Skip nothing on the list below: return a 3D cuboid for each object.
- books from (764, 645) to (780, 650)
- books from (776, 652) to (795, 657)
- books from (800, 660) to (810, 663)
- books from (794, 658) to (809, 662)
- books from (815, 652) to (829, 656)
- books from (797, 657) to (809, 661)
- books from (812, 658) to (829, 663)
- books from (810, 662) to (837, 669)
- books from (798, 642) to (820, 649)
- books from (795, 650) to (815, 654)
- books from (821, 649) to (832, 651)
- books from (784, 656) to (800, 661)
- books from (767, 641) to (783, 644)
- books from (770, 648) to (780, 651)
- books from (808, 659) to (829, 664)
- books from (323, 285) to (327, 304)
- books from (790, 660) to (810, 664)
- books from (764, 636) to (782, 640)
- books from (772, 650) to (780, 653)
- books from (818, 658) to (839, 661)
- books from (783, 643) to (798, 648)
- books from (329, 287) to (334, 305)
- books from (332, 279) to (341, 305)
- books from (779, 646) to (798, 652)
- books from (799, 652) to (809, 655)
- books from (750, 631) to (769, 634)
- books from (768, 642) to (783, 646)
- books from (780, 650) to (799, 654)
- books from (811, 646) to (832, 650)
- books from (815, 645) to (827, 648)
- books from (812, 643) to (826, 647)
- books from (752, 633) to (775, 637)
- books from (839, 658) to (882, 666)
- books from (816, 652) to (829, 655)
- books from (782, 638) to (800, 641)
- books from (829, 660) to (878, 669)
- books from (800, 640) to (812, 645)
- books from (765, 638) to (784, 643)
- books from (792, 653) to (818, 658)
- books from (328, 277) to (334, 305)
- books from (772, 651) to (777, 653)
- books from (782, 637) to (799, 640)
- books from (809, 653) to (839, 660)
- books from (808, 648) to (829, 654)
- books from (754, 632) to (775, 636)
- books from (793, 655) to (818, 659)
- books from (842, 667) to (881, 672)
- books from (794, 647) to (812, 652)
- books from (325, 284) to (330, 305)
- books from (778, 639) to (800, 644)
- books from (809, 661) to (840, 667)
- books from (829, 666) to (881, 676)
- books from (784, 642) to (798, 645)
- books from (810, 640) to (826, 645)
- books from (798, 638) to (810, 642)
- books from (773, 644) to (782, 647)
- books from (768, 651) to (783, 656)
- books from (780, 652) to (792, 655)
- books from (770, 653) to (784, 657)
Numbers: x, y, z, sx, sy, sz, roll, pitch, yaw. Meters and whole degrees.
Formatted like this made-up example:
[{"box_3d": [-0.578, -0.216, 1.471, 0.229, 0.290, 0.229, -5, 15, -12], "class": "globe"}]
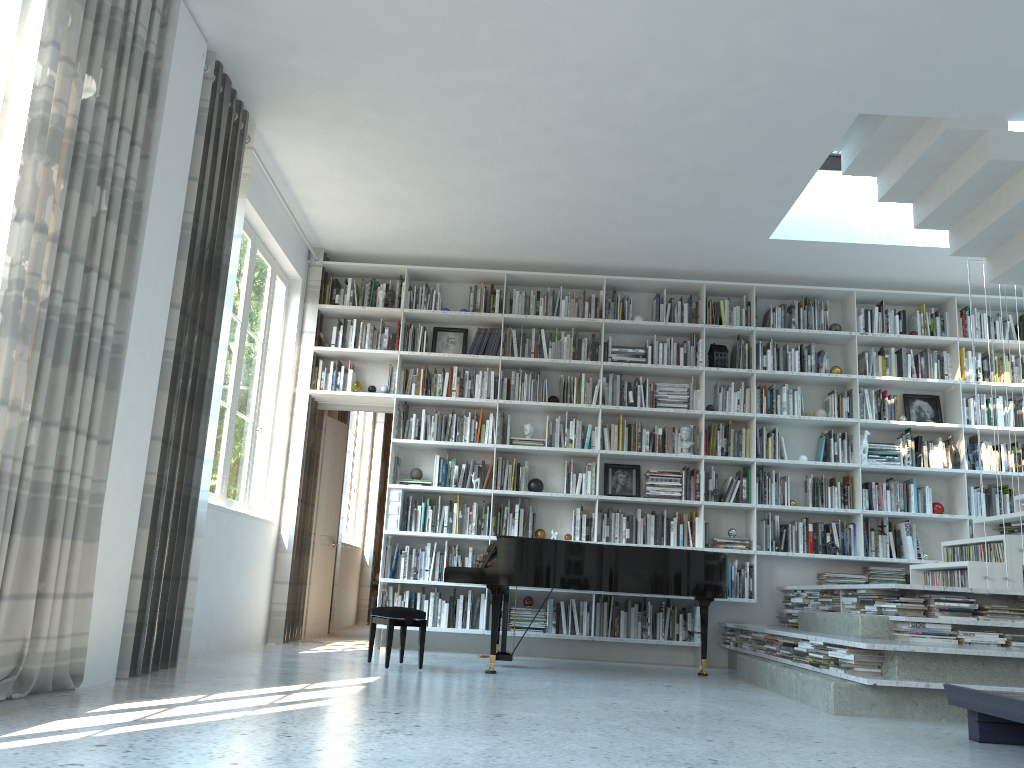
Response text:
[{"box_3d": [1.753, 1.701, 5.716, 0.182, 0.013, 0.288, 3, -13, 2], "class": "books"}, {"box_3d": [1.742, 1.656, 5.408, 0.189, 0.009, 0.291, 2, -13, 4], "class": "books"}, {"box_3d": [1.759, 1.601, 5.106, 0.147, 0.008, 0.237, 2, -13, 6], "class": "books"}, {"box_3d": [1.755, 1.594, 5.108, 0.171, 0.005, 0.298, 3, -13, 0], "class": "books"}, {"box_3d": [1.761, 1.475, 4.825, 0.150, 0.004, 0.291, 2, -13, 5], "class": "books"}, {"box_3d": [1.757, 1.587, 5.110, 0.159, 0.009, 0.276, 2, -13, 4], "class": "books"}, {"box_3d": [1.758, 1.508, 4.818, 0.170, 0.006, 0.269, 3, -13, 1], "class": "books"}, {"box_3d": [1.738, 1.531, 4.813, 0.191, 0.016, 0.209, 2, -13, 6], "class": "books"}, {"box_3d": [1.768, 1.517, 5.125, 0.141, 0.028, 0.223, 4, -13, -4], "class": "books"}, {"box_3d": [1.753, 1.550, 5.118, 0.171, 0.007, 0.261, 2, -13, 4], "class": "books"}, {"box_3d": [1.773, 1.450, 4.831, 0.133, 0.009, 0.210, 2, -13, 5], "class": "books"}, {"box_3d": [1.762, 1.674, 5.404, 0.142, 0.012, 0.292, 2, -13, 5], "class": "books"}, {"box_3d": [1.763, 1.670, 5.723, 0.169, 0.009, 0.242, 3, -13, 1], "class": "books"}, {"box_3d": [1.770, 1.715, 5.713, 0.130, 0.014, 0.250, 4, -13, -4], "class": "books"}, {"box_3d": [1.743, 1.513, 4.817, 0.191, 0.006, 0.276, 3, -13, 3], "class": "books"}, {"box_3d": [-1.597, -0.728, 7.650, 0.024, 0.227, 0.130, 3, -13, 1], "class": "books"}, {"box_3d": [1.739, 1.606, 5.105, 0.193, 0.005, 0.225, 4, -13, -3], "class": "books"}, {"box_3d": [1.754, 1.645, 5.729, 0.179, 0.012, 0.250, 4, -13, -2], "class": "books"}, {"box_3d": [1.777, 1.726, 5.711, 0.132, 0.009, 0.270, 3, -13, 2], "class": "books"}, {"box_3d": [1.767, 1.498, 4.820, 0.154, 0.014, 0.197, 3, -13, 1], "class": "books"}, {"box_3d": [1.768, 1.601, 5.420, 0.142, 0.017, 0.240, 4, -13, -3], "class": "books"}, {"box_3d": [-1.537, -0.712, 7.630, 0.024, 0.194, 0.167, 3, -13, 1], "class": "books"}, {"box_3d": [-1.510, -0.748, 7.632, 0.025, 0.268, 0.177, 3, -13, 1], "class": "books"}, {"box_3d": [1.756, 1.621, 5.416, 0.160, 0.025, 0.244, 4, -13, -4], "class": "books"}, {"box_3d": [1.770, 1.559, 5.116, 0.145, 0.010, 0.267, 3, -13, 0], "class": "books"}, {"box_3d": [1.747, 1.693, 6.037, 0.193, 0.005, 0.225, 4, -13, -3], "class": "books"}, {"box_3d": [1.767, 1.678, 5.721, 0.155, 0.009, 0.298, 3, -13, 2], "class": "books"}, {"box_3d": [1.753, 1.639, 5.412, 0.177, 0.011, 0.220, 3, -13, 3], "class": "books"}, {"box_3d": [1.760, 1.443, 4.832, 0.175, 0.006, 0.252, 3, -13, 1], "class": "books"}, {"box_3d": [1.771, 1.436, 4.834, 0.133, 0.008, 0.285, 4, -13, -3], "class": "books"}, {"box_3d": [1.751, 1.427, 4.836, 0.178, 0.010, 0.196, 2, -13, 6], "class": "books"}, {"box_3d": [1.758, 1.714, 6.032, 0.171, 0.015, 0.253, 4, -13, -2], "class": "books"}, {"box_3d": [1.774, 1.414, 4.526, 0.137, 0.019, 0.225, 3, -13, 2], "class": "books"}, {"box_3d": [1.770, 1.470, 4.826, 0.131, 0.007, 0.292, 4, -13, -3], "class": "books"}, {"box_3d": [1.771, 1.568, 5.428, 0.157, 0.007, 0.269, 3, -13, 1], "class": "books"}, {"box_3d": [1.741, 1.430, 4.523, 0.187, 0.017, 0.206, 2, -13, 6], "class": "books"}, {"box_3d": [1.767, 1.497, 5.130, 0.139, 0.013, 0.289, 2, -13, 6], "class": "books"}, {"box_3d": [1.756, 1.658, 5.726, 0.165, 0.014, 0.236, 4, -13, -4], "class": "books"}, {"box_3d": [1.746, 1.568, 5.114, 0.189, 0.013, 0.215, 3, -13, -1], "class": "books"}, {"box_3d": [-1.554, -0.758, 7.637, 0.014, 0.285, 0.175, 3, -13, 1], "class": "books"}, {"box_3d": [1.775, 1.733, 5.709, 0.128, 0.005, 0.297, 3, -13, 3], "class": "books"}, {"box_3d": [1.768, 1.561, 5.430, 0.160, 0.008, 0.239, 3, -13, 2], "class": "books"}, {"box_3d": [1.747, 1.483, 4.823, 0.191, 0.015, 0.247, 3, -13, 2], "class": "books"}, {"box_3d": [1.750, 1.460, 4.829, 0.168, 0.013, 0.282, 4, -13, -4], "class": "books"}, {"box_3d": [1.762, 1.702, 6.035, 0.174, 0.011, 0.228, 3, -13, 0], "class": "books"}, {"box_3d": [1.752, 1.579, 5.111, 0.180, 0.008, 0.268, 3, -13, 0], "class": "books"}, {"box_3d": [1.776, 1.448, 4.519, 0.132, 0.014, 0.206, 3, -13, 1], "class": "books"}, {"box_3d": [1.752, 1.538, 5.121, 0.180, 0.016, 0.183, 4, -13, -2], "class": "books"}, {"box_3d": [-1.574, -0.727, 7.640, 0.023, 0.222, 0.151, 3, -13, 1], "class": "books"}, {"box_3d": [1.756, 1.577, 5.426, 0.170, 0.014, 0.281, 4, -13, -2], "class": "books"}, {"box_3d": [1.749, 1.520, 4.815, 0.178, 0.009, 0.277, 3, -13, -1], "class": "books"}, {"box_3d": [1.746, 1.461, 4.516, 0.184, 0.017, 0.231, 3, -13, 3], "class": "books"}, {"box_3d": [1.771, 1.589, 5.423, 0.150, 0.008, 0.218, 3, -13, 0], "class": "books"}, {"box_3d": [1.751, 1.414, 4.839, 0.182, 0.016, 0.257, 2, -13, 4], "class": "books"}, {"box_3d": [1.767, 1.484, 5.132, 0.157, 0.014, 0.216, 3, -13, 3], "class": "books"}, {"box_3d": [1.775, 1.689, 5.719, 0.140, 0.013, 0.181, 3, -13, 2], "class": "books"}, {"box_3d": [1.753, 1.738, 5.708, 0.161, 0.008, 0.255, 2, -13, 6], "class": "books"}, {"box_3d": [1.761, 1.649, 5.410, 0.147, 0.008, 0.291, 4, -13, -3], "class": "books"}, {"box_3d": [1.768, 1.747, 5.706, 0.147, 0.008, 0.237, 3, -13, 0], "class": "books"}]
